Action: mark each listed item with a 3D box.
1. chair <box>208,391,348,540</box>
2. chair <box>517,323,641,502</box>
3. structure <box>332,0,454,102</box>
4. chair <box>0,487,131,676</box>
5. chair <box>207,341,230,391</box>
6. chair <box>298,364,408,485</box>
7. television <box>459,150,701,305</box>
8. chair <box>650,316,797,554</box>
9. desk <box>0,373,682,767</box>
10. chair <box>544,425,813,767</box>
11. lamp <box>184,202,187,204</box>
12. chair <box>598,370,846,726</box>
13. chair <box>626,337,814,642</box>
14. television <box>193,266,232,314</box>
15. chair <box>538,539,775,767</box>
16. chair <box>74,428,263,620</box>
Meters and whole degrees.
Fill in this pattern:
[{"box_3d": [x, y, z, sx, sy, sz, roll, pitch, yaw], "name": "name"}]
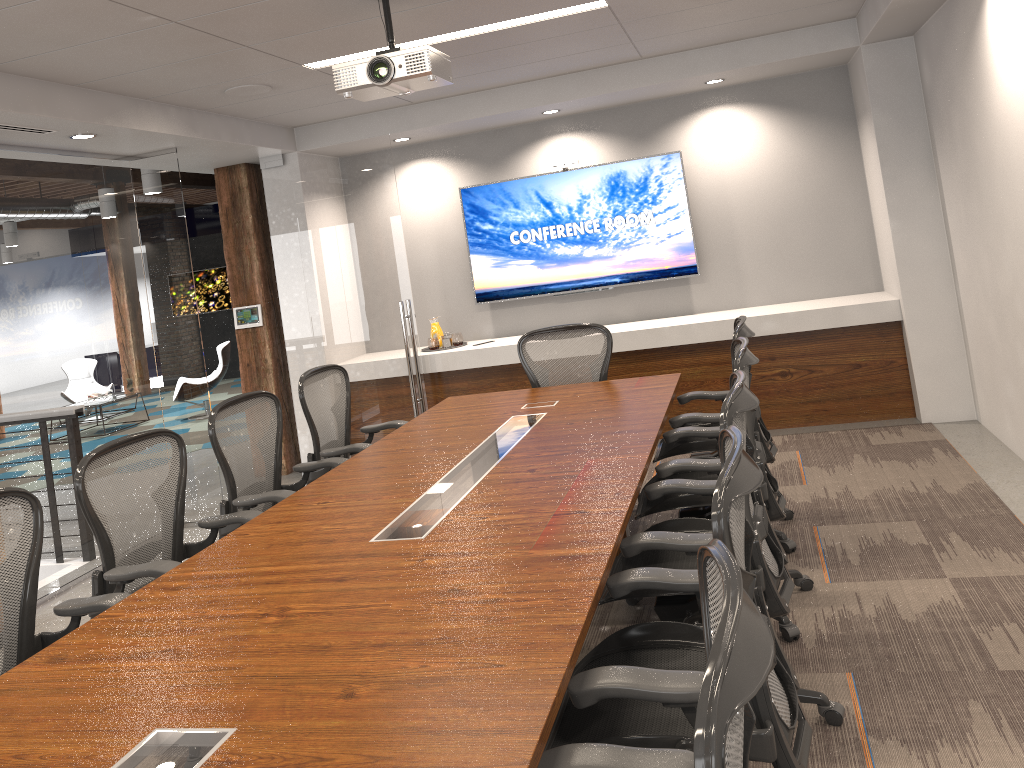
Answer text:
[{"box_3d": [-1.004, 0.570, 4.112, 0.793, 1.091, 0.772, -8, 2, -1], "name": "chair"}, {"box_3d": [0.355, 0.223, 5.051, 0.771, 1.091, 0.795, -8, 2, -1], "name": "chair"}, {"box_3d": [-0.562, -1.555, 3.973, 0.457, 0.456, 0.321, -7, 2, 15], "name": "structure"}, {"box_3d": [-1.383, 0.871, 2.542, 0.792, 1.091, 0.773, -8, 2, 1], "name": "chair"}, {"box_3d": [-4.100, -0.046, 11.527, 0.801, 0.921, 0.668, -10, 3, -37], "name": "chair"}, {"box_3d": [-0.764, 0.420, 4.846, 0.755, 1.091, 0.811, -8, 2, 22], "name": "chair"}, {"box_3d": [0.528, -1.310, 7.264, 1.896, 1.110, 0.065, -7, -2, 15], "name": "television"}, {"box_3d": [0.954, 0.238, 4.391, 0.755, 1.091, 0.811, -8, 2, 17], "name": "chair"}, {"box_3d": [-0.432, 0.952, 2.174, 1.394, 0.750, 6.141, -7, 9, 16], "name": "desk"}, {"box_3d": [0.320, 0.696, 2.056, 0.755, 1.091, 0.811, -8, 2, 17], "name": "chair"}, {"box_3d": [-9.114, -4.647, 24.368, 0.202, 1.864, 0.206, -9, -2, 16], "name": "lamp"}, {"box_3d": [0.567, 0.544, 2.795, 0.792, 1.091, 0.773, -8, 2, 1], "name": "chair"}, {"box_3d": [0.754, 0.388, 3.618, 0.754, 1.091, 0.812, -8, 2, 26], "name": "chair"}, {"box_3d": [-5.558, -1.678, 15.791, 1.452, 0.798, 0.049, -7, -2, 15], "name": "television"}, {"box_3d": [0.146, 0.850, 1.234, 0.794, 1.091, 0.771, -8, 2, -3], "name": "chair"}, {"box_3d": [-1.167, 0.721, 3.294, 0.758, 1.091, 0.808, -8, 2, 8], "name": "chair"}]
